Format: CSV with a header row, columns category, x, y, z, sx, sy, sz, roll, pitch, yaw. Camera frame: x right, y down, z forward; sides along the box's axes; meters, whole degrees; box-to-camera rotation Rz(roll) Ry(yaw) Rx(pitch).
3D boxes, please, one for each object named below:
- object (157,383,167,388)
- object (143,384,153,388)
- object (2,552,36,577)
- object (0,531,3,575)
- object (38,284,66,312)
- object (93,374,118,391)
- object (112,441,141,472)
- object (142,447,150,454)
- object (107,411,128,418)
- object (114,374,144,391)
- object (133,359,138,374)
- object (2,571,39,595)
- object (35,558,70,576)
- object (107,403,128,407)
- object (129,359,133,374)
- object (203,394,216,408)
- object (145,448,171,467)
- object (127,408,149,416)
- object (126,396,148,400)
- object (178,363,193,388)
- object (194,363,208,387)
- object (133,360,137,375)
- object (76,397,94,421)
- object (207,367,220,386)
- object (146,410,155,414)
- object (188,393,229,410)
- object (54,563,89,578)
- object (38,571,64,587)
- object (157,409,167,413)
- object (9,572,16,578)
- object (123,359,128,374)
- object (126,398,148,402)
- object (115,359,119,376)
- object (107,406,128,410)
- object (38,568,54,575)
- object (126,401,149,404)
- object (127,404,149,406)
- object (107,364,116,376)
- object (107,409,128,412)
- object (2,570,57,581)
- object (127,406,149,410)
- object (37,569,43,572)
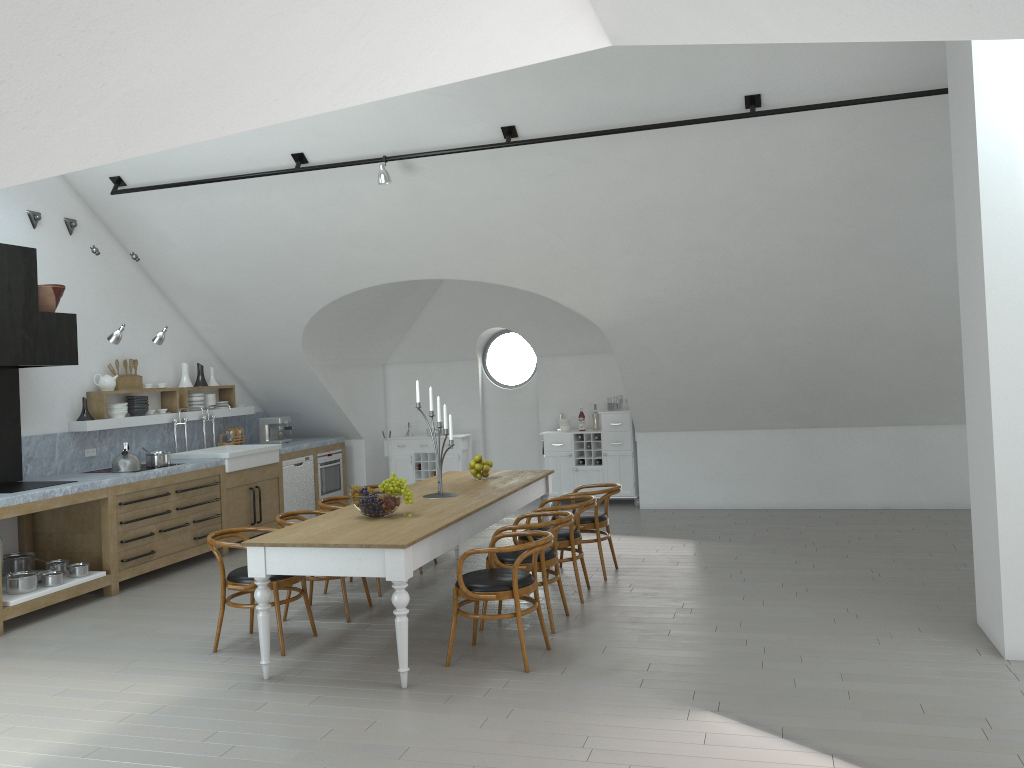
category,x,y,z,sx,sy,sz,roll,pitch,yaw
object,-3.672,0.018,9.300,0.098,0.048,0.098,-3,0,14
object,-3.733,0.024,9.094,0.098,0.048,0.098,-3,0,14
object,-4.145,1.482,7.250,0.456,0.197,0.268,-3,0,-39
object,-4.090,1.326,6.899,0.231,0.498,0.230,-2,-1,-32
object,-3.862,-0.688,7.273,0.366,0.236,0.348,-2,0,34
object,-3.908,-0.017,8.536,0.174,0.169,0.168,-3,0,0
object,-3.486,0.651,8.008,0.246,0.268,0.246,-3,0,27
object,-3.408,0.681,8.402,0.236,0.167,0.051,-3,-1,12
object,-3.836,0.298,8.625,0.181,0.064,0.181,-2,1,39
object,-3.828,-0.020,8.835,0.084,0.157,0.353,-3,0,17
object,-3.797,-0.101,8.929,0.039,0.298,0.067,-3,-1,17
object,-3.756,1.490,6.665,0.378,0.164,0.223,-3,0,6
object,-3.741,1.493,7.244,0.308,0.134,0.182,-2,0,41
object,-3.838,0.224,8.629,0.181,0.076,0.181,-3,1,-36
object,-3.812,-0.100,8.867,0.019,0.299,0.057,-3,-1,17
object,-3.411,0.193,9.989,0.154,0.160,0.158,-3,0,45
object,-3.352,0.704,8.468,0.232,0.170,0.394,-3,1,-4
object,-3.756,0.286,8.896,0.205,0.072,0.205,-3,1,4
object,-3.766,0.157,8.904,0.205,0.080,0.205,-2,1,19
object,-3.564,-0.098,9.673,0.156,0.268,0.156,-3,0,5
object,-3.486,-0.105,9.925,0.156,0.268,0.156,-3,-1,21
object,-3.803,-0.101,8.969,0.030,0.294,0.057,-3,-1,16
object,-3.972,0.230,8.246,0.156,0.218,0.156,-3,0,-2
object,-3.430,-0.086,10.142,0.156,0.218,0.156,-3,0,-2
object,-3.717,0.291,9.105,0.098,0.048,0.098,-3,0,14
object,-3.434,0.197,9.995,0.198,0.196,0.657,-3,1,16
object,-3.526,1.493,7.131,0.260,0.113,0.153,-2,0,16
object,-3.591,1.500,6.835,0.261,0.113,0.153,-3,0,6
object,-3.662,0.286,9.289,0.098,0.048,0.098,-3,0,14
object,-3.664,1.458,6.606,0.051,0.152,0.190,-3,0,17
object,-3.841,-0.098,8.840,0.040,0.299,0.061,-3,-1,14
object,-3.762,0.185,8.904,0.205,0.084,0.205,-2,1,44
object,-3.875,-0.096,8.725,0.027,0.299,0.055,-3,-1,17
object,-3.837,0.252,8.627,0.181,0.069,0.181,-2,1,34
object,-3.715,1.498,6.990,0.041,0.045,0.247,-3,1,15
object,-3.759,0.210,8.900,0.205,0.072,0.205,-3,1,4
object,-3.752,0.232,8.898,0.205,0.086,0.205,-3,1,-31
object,-3.882,-0.077,8.689,0.016,0.259,0.199,-3,0,27
object,-3.837,0.276,8.624,0.181,0.065,0.181,-3,1,-36
object,-3.834,1.508,6.950,0.508,0.052,0.263,-3,1,-7
object,-3.757,0.260,8.896,0.205,0.086,0.205,-3,1,-36
object,-3.783,1.505,7.018,0.061,0.035,0.170,-3,1,17
